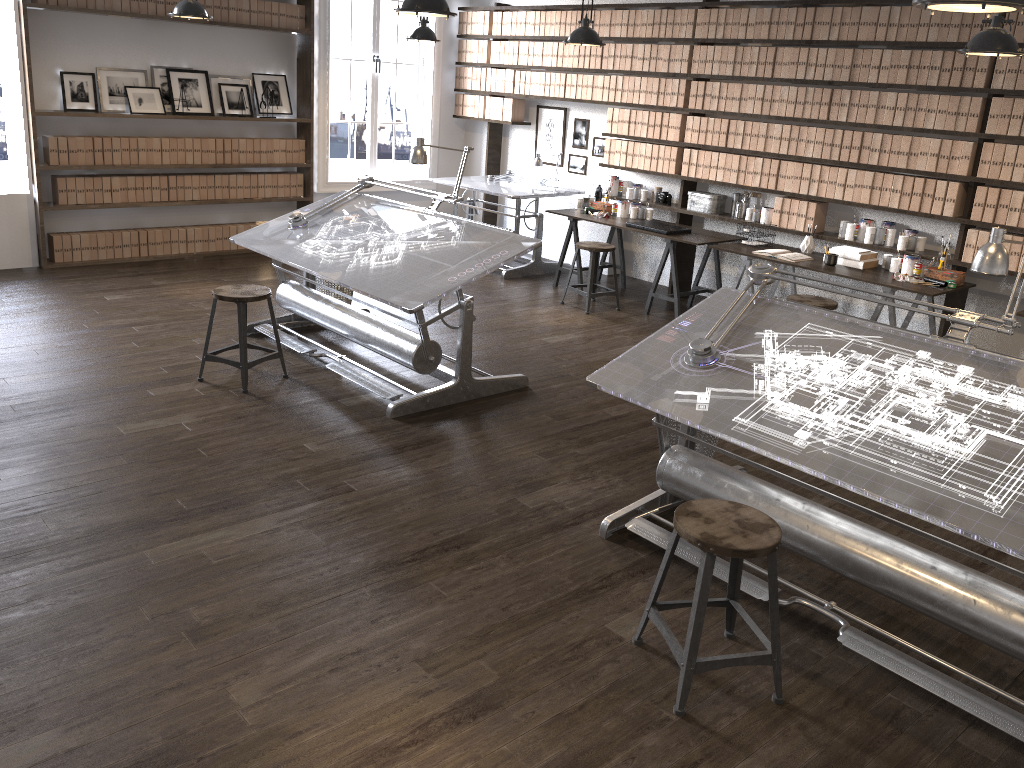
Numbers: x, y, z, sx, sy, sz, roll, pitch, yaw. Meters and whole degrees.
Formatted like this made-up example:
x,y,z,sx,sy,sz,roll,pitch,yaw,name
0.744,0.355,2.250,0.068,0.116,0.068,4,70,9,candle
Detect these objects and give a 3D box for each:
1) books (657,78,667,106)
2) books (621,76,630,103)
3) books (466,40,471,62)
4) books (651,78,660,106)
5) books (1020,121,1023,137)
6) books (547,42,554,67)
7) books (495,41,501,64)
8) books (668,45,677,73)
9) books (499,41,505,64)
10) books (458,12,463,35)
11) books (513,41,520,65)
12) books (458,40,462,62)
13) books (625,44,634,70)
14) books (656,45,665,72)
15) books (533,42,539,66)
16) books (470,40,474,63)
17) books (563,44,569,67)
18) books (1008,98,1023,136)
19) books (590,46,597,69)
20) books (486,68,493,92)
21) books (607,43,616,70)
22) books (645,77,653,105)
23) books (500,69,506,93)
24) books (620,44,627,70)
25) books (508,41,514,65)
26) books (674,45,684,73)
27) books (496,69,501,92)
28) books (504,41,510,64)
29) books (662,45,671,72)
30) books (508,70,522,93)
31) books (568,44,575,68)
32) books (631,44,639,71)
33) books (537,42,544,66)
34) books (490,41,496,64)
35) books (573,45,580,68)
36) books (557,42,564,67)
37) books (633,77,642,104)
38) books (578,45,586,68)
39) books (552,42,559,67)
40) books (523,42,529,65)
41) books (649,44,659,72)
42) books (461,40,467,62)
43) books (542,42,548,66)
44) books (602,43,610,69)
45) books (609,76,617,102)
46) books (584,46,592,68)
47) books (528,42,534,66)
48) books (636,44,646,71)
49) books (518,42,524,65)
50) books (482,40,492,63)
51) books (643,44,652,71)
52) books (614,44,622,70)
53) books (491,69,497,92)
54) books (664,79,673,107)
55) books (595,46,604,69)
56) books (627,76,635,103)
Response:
x,y,z,sx,sy,sz,roll,pitch,yaw,name
1.326,-2.475,7.522,0.175,0.222,0.067,-11,23,-41,books
1.056,-2.594,7.813,0.175,0.222,0.067,-11,23,-41,books
-0.393,-3.491,9.307,0.175,0.222,0.067,-11,23,-41,books
1.277,-2.494,7.566,0.175,0.222,0.067,-11,22,-41,books
3.232,-1.640,5.473,0.175,0.222,0.067,-11,23,-41,books
0.422,-3.130,8.433,0.175,0.222,0.067,-11,22,-41,books
-0.082,-3.348,8.969,0.175,0.222,0.067,-11,22,-41,books
1.396,-2.705,7.390,0.175,0.222,0.067,-11,22,-41,books
-0.034,-3.327,8.918,0.175,0.222,0.067,-11,23,-41,books
-0.477,-3.796,9.335,0.175,0.222,0.067,-11,22,-41,books
0.100,-3.269,8.775,0.175,0.222,0.067,-11,22,-41,books
-0.485,-3.533,9.409,0.175,0.222,0.067,-11,23,-41,books
1.077,-2.842,7.726,0.175,0.222,0.067,-11,22,-41,books
1.308,-2.745,7.488,0.175,0.222,0.067,-11,23,-41,books
0.294,-3.187,8.575,0.175,0.222,0.067,-11,22,-41,books
-0.350,-3.474,9.263,0.175,0.222,0.067,-11,23,-41,books
0.565,-3.069,8.285,0.175,0.222,0.067,-11,22,-41,books
3.181,-1.660,5.522,0.175,0.222,0.067,-11,23,-41,books
0.798,-2.967,8.034,0.175,0.222,0.067,-11,22,-41,books
-0.174,-3.128,9.123,0.175,0.222,0.067,-11,23,-41,books
0.940,-2.903,7.875,0.175,0.222,0.067,-11,22,-41,books
1.236,-2.514,7.617,0.175,0.222,0.067,-11,23,-41,books
-0.030,-3.068,8.977,0.175,0.222,0.067,-11,22,-41,books
1.037,-2.863,7.778,0.175,0.222,0.067,-11,23,-41,books
0.056,-3.291,8.831,0.175,0.222,0.067,-11,23,-41,books
1.436,-2.686,7.345,0.175,0.222,0.067,-11,22,-41,books
-0.075,-3.088,9.027,0.175,0.222,0.067,-11,22,-41,books
0.011,-3.310,8.876,0.175,0.222,0.067,-11,22,-41,books
1.348,-2.723,7.434,0.175,0.222,0.067,-11,23,-41,books
0.057,-3.027,8.875,0.175,0.222,0.067,-11,23,-41,books
0.608,-3.048,8.233,0.175,0.222,0.067,-11,23,-41,books
1.124,-2.824,7.682,0.175,0.222,0.067,-11,23,-41,books
0.334,-3.167,8.523,0.175,0.222,0.067,-11,23,-41,books
-0.127,-3.370,9.023,0.175,0.222,0.067,-11,22,-41,books
0.654,-3.027,8.180,0.175,0.222,0.067,-11,23,-41,books
0.518,-3.089,8.333,0.175,0.222,0.067,-11,22,-41,books
1.144,-2.552,7.710,0.175,0.222,0.067,-11,22,-41,books
0.701,-3.006,8.129,0.175,0.222,0.067,-11,22,-41,books
0.468,-3.109,8.381,0.175,0.222,0.067,-11,23,-41,books
0.198,-3.227,8.672,0.175,0.222,0.067,-11,23,-41,books
1.260,-2.764,7.537,0.175,0.222,0.067,-11,23,-41,books
-0.442,-3.512,9.357,0.175,0.222,0.067,-11,22,-41,books
0.382,-3.148,8.479,0.175,0.222,0.067,-11,22,-41,books
0.896,-2.924,7.929,0.175,0.222,0.067,-11,22,-41,books
0.957,-2.633,7.909,0.175,0.222,0.067,-11,22,-41,books
0.746,-2.989,8.087,0.175,0.222,0.067,-11,23,-41,books
0.247,-3.208,8.625,0.175,0.222,0.067,-11,22,-41,books
1.164,-2.805,7.636,0.175,0.222,0.067,-11,23,-41,books
0.154,-3.249,8.726,0.175,0.222,0.067,-11,23,-41,books
-0.214,-3.415,9.119,0.175,0.222,0.067,-11,23,-41,books
1.211,-2.784,7.584,0.175,0.222,0.067,-11,22,-41,books
0.990,-2.883,7.828,0.175,0.222,0.067,-11,23,-41,books
-0.124,-3.108,9.074,0.175,0.222,0.067,-11,23,-41,books
1.372,-2.455,7.472,0.175,0.222,0.067,-11,23,-41,books
0.843,-2.945,7.978,0.175,0.222,0.067,-11,23,-41,books
1.101,-2.573,7.763,0.175,0.222,0.067,-11,23,-41,books
